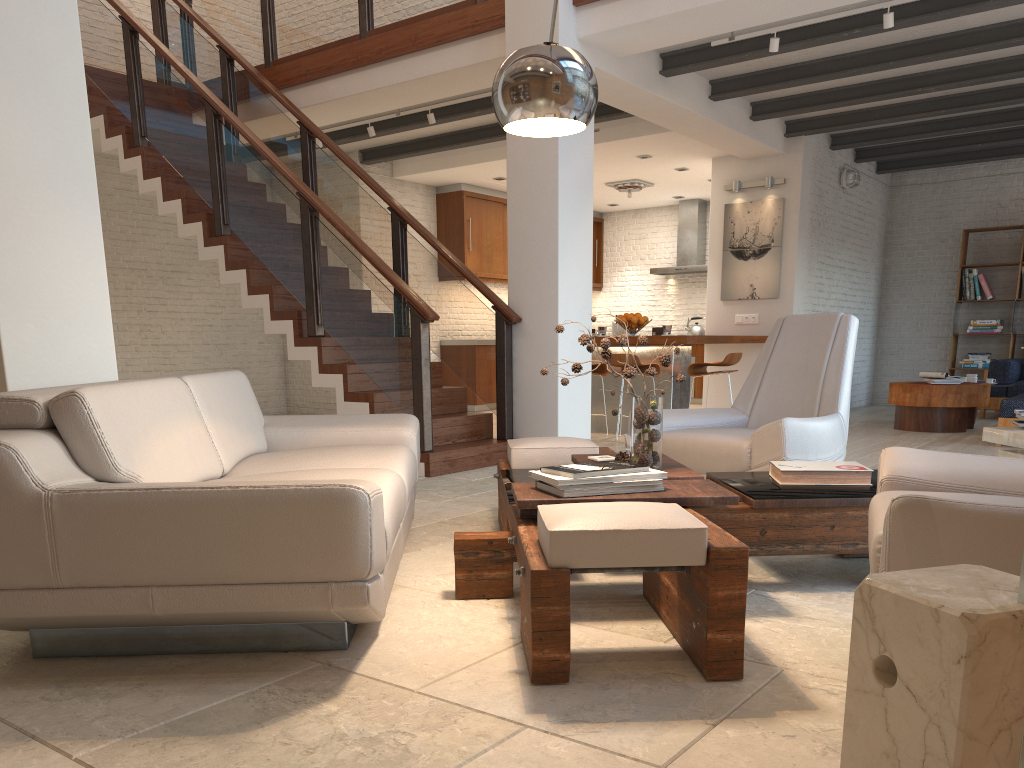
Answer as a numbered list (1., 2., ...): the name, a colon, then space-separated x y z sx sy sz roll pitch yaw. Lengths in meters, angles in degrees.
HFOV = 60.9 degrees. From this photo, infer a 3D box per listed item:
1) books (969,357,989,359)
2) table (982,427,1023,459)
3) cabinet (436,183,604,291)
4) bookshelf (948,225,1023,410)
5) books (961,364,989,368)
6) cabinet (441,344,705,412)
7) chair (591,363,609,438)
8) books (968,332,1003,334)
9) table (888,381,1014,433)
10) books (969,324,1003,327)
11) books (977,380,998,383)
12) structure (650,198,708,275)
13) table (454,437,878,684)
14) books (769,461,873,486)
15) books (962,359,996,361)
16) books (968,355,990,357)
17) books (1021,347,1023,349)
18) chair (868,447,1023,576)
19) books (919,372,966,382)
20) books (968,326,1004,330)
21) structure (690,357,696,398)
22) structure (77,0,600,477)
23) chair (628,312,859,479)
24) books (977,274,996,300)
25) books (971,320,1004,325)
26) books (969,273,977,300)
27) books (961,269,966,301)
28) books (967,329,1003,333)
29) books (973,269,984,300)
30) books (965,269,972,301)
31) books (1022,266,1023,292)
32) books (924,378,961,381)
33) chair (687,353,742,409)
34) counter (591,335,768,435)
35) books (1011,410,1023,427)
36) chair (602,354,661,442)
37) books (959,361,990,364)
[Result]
1. books: 5.919 -0.332 11.037 0.204 0.035 0.130 2 4 37
2. table: 2.236 0.443 3.482 0.495 0.519 0.481 -1 8 -3
3. cabinet: 0.229 -1.974 12.328 0.456 1.196 3.286 8 8 37
4. bookshelf: 6.180 -0.784 10.699 1.303 2.267 0.357 7 14 36
5. books: 5.912 -0.230 11.039 0.251 0.057 0.322 -3 4 -43
6. cabinet: 1.461 -1.124 12.063 4.781 2.920 2.200 0 9 1
7. chair: 0.625 0.108 8.184 0.400 0.798 0.413 7 13 36
8. books: 5.937 -0.636 10.931 0.353 0.021 0.267 1 3 37
9. table: 4.432 0.200 8.982 1.065 0.459 1.804 3 5 43
10. books: 5.940 -0.731 10.916 0.353 0.021 0.267 1 3 35
11. books: 5.019 -0.025 9.294 0.231 0.023 0.158 -1 3 -5
12. structure: 2.517 -2.087 12.366 0.976 1.022 0.448 5 12 36
13. table: 0.773 0.502 3.287 1.970 0.441 2.151 -1 3 -2
14. books: 1.161 0.336 3.300 0.326 0.058 0.248 0 3 7
15. books: 5.906 -0.304 11.024 0.377 0.019 0.239 1 3 29
16. books: 5.918 -0.359 11.040 0.235 0.019 0.167 1 3 30
17. books: 6.454 -0.441 10.581 0.441 0.021 0.267 1 3 37
18. chair: 1.414 0.260 2.133 0.980 1.028 1.001 3 8 21
19. books: 4.204 -0.061 8.512 0.272 0.112 0.315 -2 4 -20
20. books: 5.930 -0.701 10.905 0.377 0.037 0.239 1 3 30
21. structure: 2.446 -0.109 12.697 0.663 0.594 0.491 5 10 36
22. structure: 0.057 -1.554 6.828 10.068 4.257 13.624 3 5 37
23. chair: 1.260 0.158 4.406 0.962 1.046 1.009 -6 10 -36
24. books: 5.908 -1.204 10.852 0.193 0.328 0.249 7 12 37
25. books: 5.945 -0.769 10.901 0.323 0.057 0.251 2 4 39
26. books: 5.795 -1.214 10.944 0.101 0.344 0.249 8 13 37
27. books: 5.707 -1.240 10.970 0.090 0.396 0.239 9 13 37
28. books: 5.925 -0.665 10.925 0.377 0.037 0.240 1 3 32
29. books: 5.820 -1.236 10.882 0.120 0.393 0.239 8 13 37
30. books: 5.742 -1.240 10.954 0.090 0.396 0.239 9 13 37
31. books: 6.244 -1.226 10.592 0.100 0.395 0.239 9 13 37
32. books: 4.166 -0.044 8.447 0.252 0.011 0.311 0 3 11
33. chair: 1.864 0.108 7.929 0.418 0.798 0.396 7 13 36
34. counter: 1.568 -0.012 8.936 1.671 0.946 2.455 3 5 37
35. books: 2.199 0.151 3.372 0.388 0.081 0.556 1 3 21
36. chair: 1.055 0.118 7.867 0.400 0.798 0.413 7 13 36
37. books: 5.900 -0.277 11.047 0.376 0.037 0.240 1 3 37
